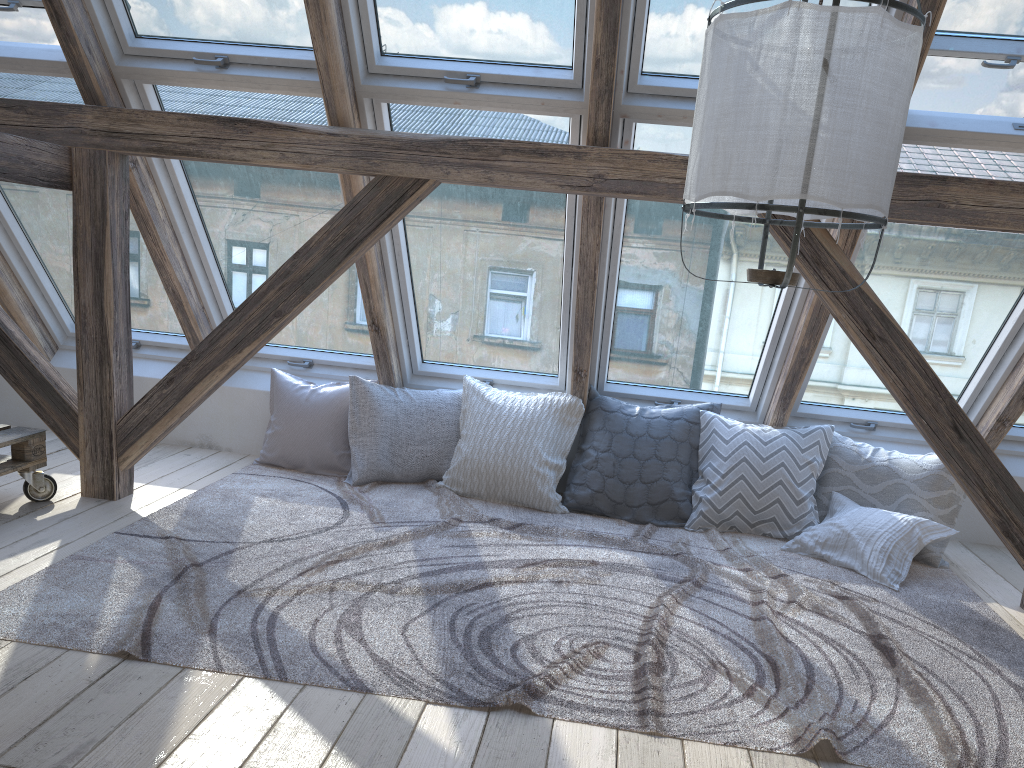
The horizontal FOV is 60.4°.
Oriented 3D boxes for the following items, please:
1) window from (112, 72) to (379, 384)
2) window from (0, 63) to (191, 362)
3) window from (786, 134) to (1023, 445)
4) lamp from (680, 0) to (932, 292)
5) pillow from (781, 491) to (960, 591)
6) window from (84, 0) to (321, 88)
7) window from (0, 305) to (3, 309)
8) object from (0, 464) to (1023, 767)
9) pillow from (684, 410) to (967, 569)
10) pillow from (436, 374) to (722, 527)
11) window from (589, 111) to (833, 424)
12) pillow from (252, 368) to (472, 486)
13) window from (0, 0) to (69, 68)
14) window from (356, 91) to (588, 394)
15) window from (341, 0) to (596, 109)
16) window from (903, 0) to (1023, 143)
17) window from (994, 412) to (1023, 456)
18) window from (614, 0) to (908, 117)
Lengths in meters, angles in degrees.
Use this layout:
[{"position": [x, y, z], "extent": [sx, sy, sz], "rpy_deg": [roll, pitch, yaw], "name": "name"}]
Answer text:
[{"position": [-1.032, -0.619, 3.851], "extent": [0.854, 1.312, 1.069], "rpy_deg": [7, 12, 6], "name": "window"}, {"position": [-1.941, -0.719, 3.942], "extent": [0.854, 1.312, 1.069], "rpy_deg": [7, 12, 6], "name": "window"}, {"position": [1.694, -0.319, 3.577], "extent": [0.854, 1.312, 1.069], "rpy_deg": [7, 12, 6], "name": "window"}, {"position": [0.629, -1.139, 1.588], "extent": [0.397, 1.948, 0.399], "rpy_deg": [-7, 19, -41], "name": "lamp"}, {"position": [1.464, 0.644, 3.639], "extent": [0.472, 0.249, 0.526], "rpy_deg": [-3, 13, -42], "name": "pillow"}, {"position": [-1.049, -1.676, 2.587], "extent": [0.854, 1.312, 1.069], "rpy_deg": [7, 12, 6], "name": "window"}, {"position": [-2.849, -0.819, 4.033], "extent": [0.854, 1.312, 1.069], "rpy_deg": [7, 12, 6], "name": "window"}, {"position": [0.175, 0.656, 3.198], "extent": [3.181, 0.058, 2.138], "rpy_deg": [6, 8, 6], "name": "object"}, {"position": [1.383, 0.452, 3.925], "extent": [1.151, 0.549, 0.489], "rpy_deg": [7, 12, 11], "name": "pillow"}, {"position": [0.305, 0.298, 4.069], "extent": [1.270, 0.579, 0.456], "rpy_deg": [7, 12, 7], "name": "pillow"}, {"position": [0.785, -0.419, 3.668], "extent": [0.854, 1.312, 1.069], "rpy_deg": [7, 12, 6], "name": "window"}, {"position": [-0.676, 0.222, 4.201], "extent": [1.133, 0.540, 0.423], "rpy_deg": [5, 12, -2], "name": "pillow"}, {"position": [-1.952, -1.781, 2.723], "extent": [0.854, 1.311, 1.317], "rpy_deg": [7, 11, 6], "name": "window"}, {"position": [-0.123, -0.519, 3.759], "extent": [0.854, 1.312, 1.069], "rpy_deg": [7, 12, 6], "name": "window"}, {"position": [-0.140, -1.576, 2.496], "extent": [0.854, 1.312, 1.069], "rpy_deg": [7, 12, 6], "name": "window"}, {"position": [1.683, -1.382, 2.360], "extent": [0.854, 1.311, 1.372], "rpy_deg": [7, 11, 6], "name": "window"}, {"position": [2.603, -0.219, 3.485], "extent": [0.854, 1.312, 1.069], "rpy_deg": [7, 12, 6], "name": "window"}, {"position": [0.768, -1.476, 2.404], "extent": [0.854, 1.312, 1.069], "rpy_deg": [7, 12, 6], "name": "window"}]
